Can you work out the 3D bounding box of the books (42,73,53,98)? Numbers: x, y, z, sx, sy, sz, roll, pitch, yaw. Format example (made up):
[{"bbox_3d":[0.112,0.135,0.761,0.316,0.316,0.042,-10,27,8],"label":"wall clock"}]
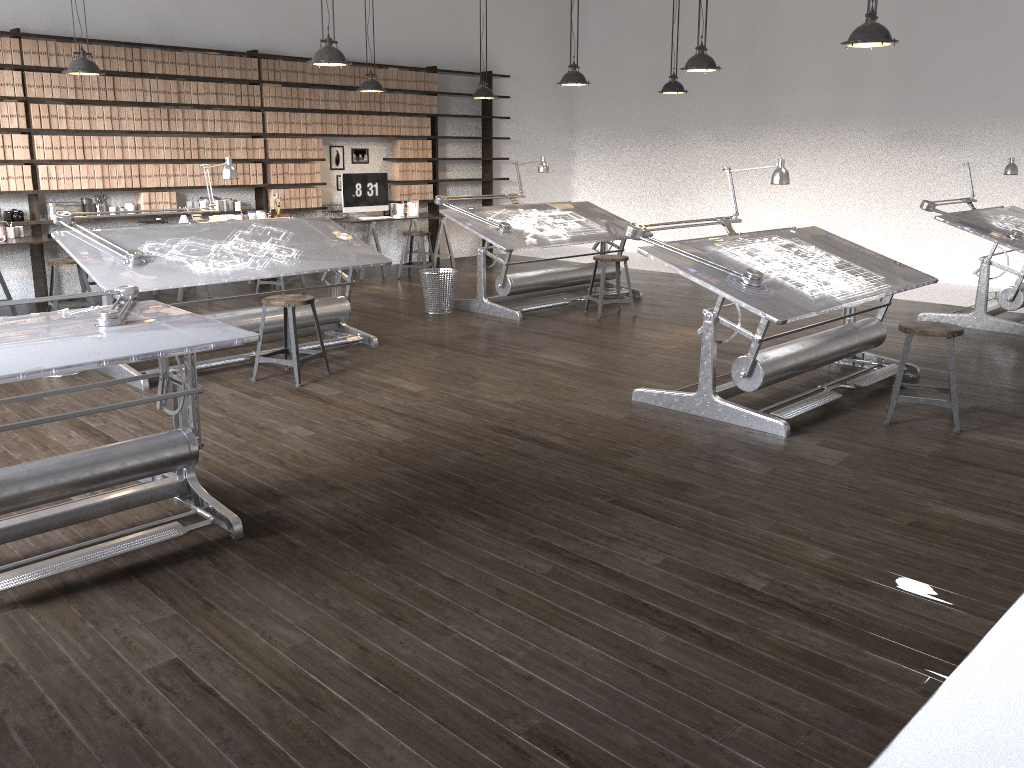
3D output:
[{"bbox_3d":[-4.256,-2.711,8.060,0.067,0.223,0.175,-12,17,-44],"label":"books"}]

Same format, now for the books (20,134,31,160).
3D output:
[{"bbox_3d":[-4.425,-2.139,8.005,0.067,0.223,0.175,-12,18,-44],"label":"books"}]

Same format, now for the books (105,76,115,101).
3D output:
[{"bbox_3d":[-3.862,-2.811,8.447,0.067,0.223,0.175,-12,18,-44],"label":"books"}]

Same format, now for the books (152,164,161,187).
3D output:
[{"bbox_3d":[-3.598,-2.088,8.873,0.067,0.223,0.175,-12,17,-44],"label":"books"}]

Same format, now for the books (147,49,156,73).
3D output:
[{"bbox_3d":[-3.568,-3.154,8.677,0.067,0.223,0.175,-12,18,-44],"label":"books"}]

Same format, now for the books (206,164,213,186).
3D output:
[{"bbox_3d":[-3.206,-2.189,9.260,0.067,0.223,0.175,-12,18,-44],"label":"books"}]

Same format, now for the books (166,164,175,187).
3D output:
[{"bbox_3d":[-3.499,-2.115,8.976,0.067,0.223,0.175,-12,18,-44],"label":"books"}]

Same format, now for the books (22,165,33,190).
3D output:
[{"bbox_3d":[-4.429,-1.877,8.058,0.067,0.223,0.175,-12,18,-44],"label":"books"}]

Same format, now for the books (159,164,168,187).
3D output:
[{"bbox_3d":[-3.547,-2.101,8.923,0.067,0.223,0.175,-12,18,-44],"label":"books"}]

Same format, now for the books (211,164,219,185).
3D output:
[{"bbox_3d":[-3.162,-2.202,9.310,0.067,0.223,0.175,-12,17,-44],"label":"books"}]

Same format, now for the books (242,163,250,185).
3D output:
[{"bbox_3d":[-2.907,-2.267,9.562,0.067,0.223,0.175,-12,18,-44],"label":"books"}]

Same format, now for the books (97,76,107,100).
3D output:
[{"bbox_3d":[-3.919,-2.799,8.399,0.067,0.223,0.175,-12,17,-44],"label":"books"}]

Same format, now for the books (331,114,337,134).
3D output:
[{"bbox_3d":[-2.099,-3.001,10.237,0.067,0.223,0.175,-12,18,-44],"label":"books"}]

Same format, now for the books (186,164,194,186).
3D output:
[{"bbox_3d":[-3.349,-2.153,9.120,0.067,0.223,0.175,-12,18,-44],"label":"books"}]

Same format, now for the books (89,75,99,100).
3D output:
[{"bbox_3d":[-3.966,-2.785,8.346,0.067,0.223,0.175,-12,17,-44],"label":"books"}]

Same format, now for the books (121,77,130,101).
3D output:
[{"bbox_3d":[-3.766,-2.837,8.546,0.067,0.223,0.175,-12,18,-44],"label":"books"}]

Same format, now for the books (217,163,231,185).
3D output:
[{"bbox_3d":[-3.059,-2.227,9.406,0.067,0.223,0.175,-12,18,-44],"label":"books"}]

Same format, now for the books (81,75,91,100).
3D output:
[{"bbox_3d":[-4.019,-2.773,8.300,0.067,0.223,0.175,-12,18,-44],"label":"books"}]

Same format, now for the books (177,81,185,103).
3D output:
[{"bbox_3d":[-3.377,-2.937,8.932,0.067,0.223,0.175,-12,17,-44],"label":"books"}]

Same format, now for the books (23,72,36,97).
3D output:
[{"bbox_3d":[-4.359,-2.686,7.967,0.067,0.223,0.175,-12,18,-44],"label":"books"}]

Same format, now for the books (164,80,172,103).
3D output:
[{"bbox_3d":[-3.471,-2.912,8.836,0.067,0.223,0.175,-12,18,-44],"label":"books"}]

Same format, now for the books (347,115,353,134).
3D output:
[{"bbox_3d":[-1.947,-3.042,10.393,0.067,0.223,0.175,-12,18,-44],"label":"books"}]

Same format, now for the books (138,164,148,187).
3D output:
[{"bbox_3d":[-3.694,-2.066,8.788,0.067,0.223,0.175,-12,17,-44],"label":"books"}]

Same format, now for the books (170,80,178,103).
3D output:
[{"bbox_3d":[-3.421,-2.923,8.879,0.067,0.223,0.175,-12,17,-44],"label":"books"}]

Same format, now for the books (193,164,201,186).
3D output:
[{"bbox_3d":[-3.299,-2.166,9.172,0.067,0.223,0.175,-12,17,-44],"label":"books"}]

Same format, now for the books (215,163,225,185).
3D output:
[{"bbox_3d":[-3.112,-2.215,9.360,0.067,0.223,0.175,-12,17,-44],"label":"books"}]

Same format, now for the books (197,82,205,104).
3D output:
[{"bbox_3d":[-3.224,-2.975,9.077,0.067,0.223,0.175,-12,17,-44],"label":"books"}]

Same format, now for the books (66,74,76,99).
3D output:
[{"bbox_3d":[-4.112,-2.747,8.200,0.067,0.223,0.175,-12,17,-44],"label":"books"}]

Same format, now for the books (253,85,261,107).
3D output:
[{"bbox_3d":[-2.777,-3.089,9.518,0.067,0.223,0.175,-12,17,-44],"label":"books"}]

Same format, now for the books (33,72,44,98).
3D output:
[{"bbox_3d":[-4.308,-2.699,8.014,0.067,0.223,0.175,-12,18,-44],"label":"books"}]

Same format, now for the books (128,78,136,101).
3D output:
[{"bbox_3d":[-3.718,-2.847,8.587,0.067,0.223,0.175,-12,17,-44],"label":"books"}]

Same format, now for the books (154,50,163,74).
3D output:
[{"bbox_3d":[-3.519,-3.168,8.730,0.067,0.223,0.175,-12,18,-44],"label":"books"}]

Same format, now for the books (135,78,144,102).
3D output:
[{"bbox_3d":[-3.667,-2.860,8.637,0.067,0.223,0.175,-12,18,-44],"label":"books"}]

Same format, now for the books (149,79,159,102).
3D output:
[{"bbox_3d":[-3.565,-2.887,8.740,0.067,0.223,0.175,-12,17,-44],"label":"books"}]

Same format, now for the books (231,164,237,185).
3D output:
[{"bbox_3d":[-3.012,-2.240,9.458,0.067,0.223,0.175,-12,18,-44],"label":"books"}]

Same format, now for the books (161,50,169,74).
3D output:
[{"bbox_3d":[-3.473,-3.181,8.781,0.067,0.223,0.175,-12,17,-44],"label":"books"}]

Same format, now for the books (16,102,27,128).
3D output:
[{"bbox_3d":[-4.431,-2.409,7.951,0.067,0.223,0.175,-12,17,-44],"label":"books"}]

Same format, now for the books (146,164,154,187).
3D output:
[{"bbox_3d":[-3.646,-2.078,8.832,0.067,0.223,0.175,-12,18,-44],"label":"books"}]

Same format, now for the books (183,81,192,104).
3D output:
[{"bbox_3d":[-3.326,-2.949,8.980,0.067,0.223,0.175,-12,17,-44],"label":"books"}]

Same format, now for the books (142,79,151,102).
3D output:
[{"bbox_3d":[-3.618,-2.874,8.689,0.067,0.223,0.175,-12,18,-44],"label":"books"}]

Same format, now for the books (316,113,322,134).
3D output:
[{"bbox_3d":[-2.245,-2.963,10.091,0.067,0.223,0.175,-12,18,-44],"label":"books"}]

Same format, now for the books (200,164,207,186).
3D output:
[{"bbox_3d":[-3.256,-2.178,9.216,0.067,0.223,0.175,-12,17,-44],"label":"books"}]

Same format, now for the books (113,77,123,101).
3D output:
[{"bbox_3d":[-3.814,-2.825,8.502,0.067,0.223,0.175,-12,17,-44],"label":"books"}]

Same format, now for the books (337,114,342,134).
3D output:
[{"bbox_3d":[-2.052,-3.015,10.290,0.067,0.223,0.175,-12,18,-44],"label":"books"}]

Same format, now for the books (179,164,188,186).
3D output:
[{"bbox_3d":[-3.402,-2.141,9.074,0.067,0.223,0.175,-12,17,-44],"label":"books"}]

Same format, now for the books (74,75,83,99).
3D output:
[{"bbox_3d":[-4.069,-2.760,8.250,0.067,0.223,0.175,-12,18,-44],"label":"books"}]

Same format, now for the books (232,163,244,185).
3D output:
[{"bbox_3d":[-2.956,-2.253,9.507,0.067,0.223,0.175,-12,17,-44],"label":"books"}]

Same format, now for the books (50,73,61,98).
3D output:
[{"bbox_3d":[-4.206,-2.724,8.112,0.067,0.223,0.175,-12,18,-44],"label":"books"}]

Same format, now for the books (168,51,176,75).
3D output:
[{"bbox_3d":[-3.422,-3.193,8.828,0.067,0.223,0.175,-12,17,-44],"label":"books"}]

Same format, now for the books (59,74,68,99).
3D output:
[{"bbox_3d":[-4.163,-2.736,8.157,0.067,0.223,0.175,-12,18,-44],"label":"books"}]

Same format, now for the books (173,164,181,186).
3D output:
[{"bbox_3d":[-3.452,-2.128,9.027,0.067,0.223,0.175,-12,17,-44],"label":"books"}]

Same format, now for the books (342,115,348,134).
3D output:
[{"bbox_3d":[-1.995,-3.028,10.338,0.067,0.223,0.175,-12,17,-44],"label":"books"}]

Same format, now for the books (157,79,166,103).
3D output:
[{"bbox_3d":[-3.515,-2.900,8.791,0.067,0.223,0.175,-12,18,-44],"label":"books"}]
